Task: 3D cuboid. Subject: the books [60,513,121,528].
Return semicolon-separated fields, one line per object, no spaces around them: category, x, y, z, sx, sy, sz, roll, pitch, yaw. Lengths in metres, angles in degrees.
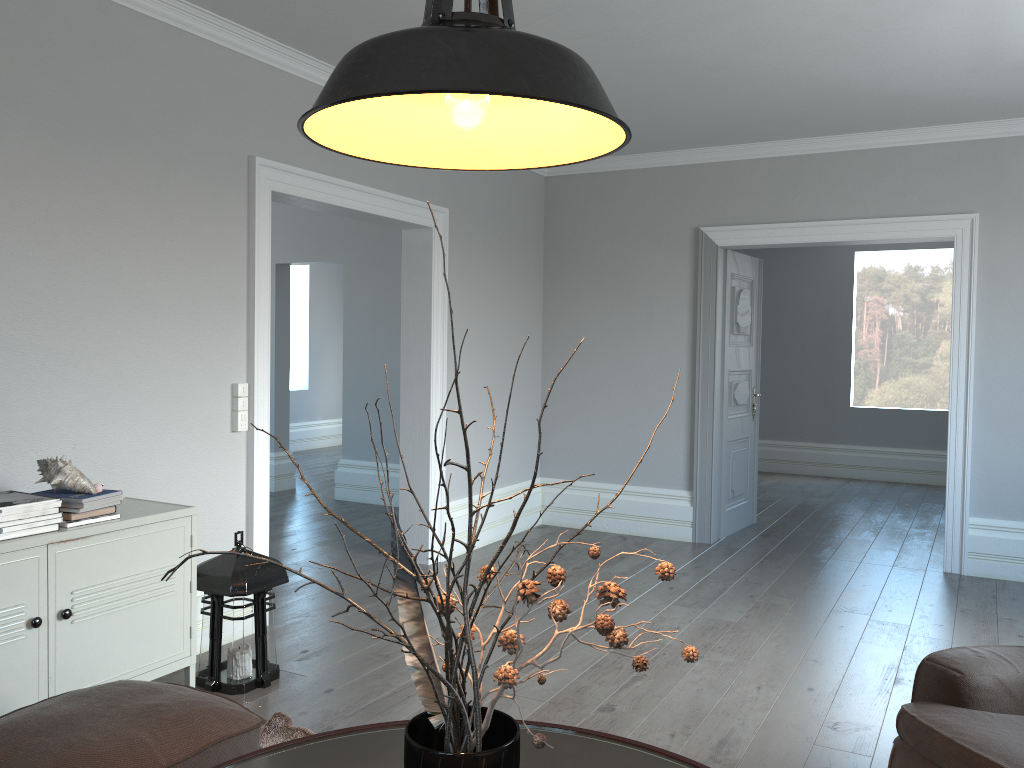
books;-1.461;0.440;2.935;0.243;0.014;0.196;2;3;28

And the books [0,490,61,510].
books;-1.567;0.357;2.728;0.263;0.008;0.212;2;3;29

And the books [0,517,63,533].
books;-1.561;0.423;2.739;0.253;0.016;0.200;2;3;26

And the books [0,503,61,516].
books;-1.565;0.375;2.737;0.265;0.010;0.196;2;3;28

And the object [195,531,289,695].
object;-1.091;0.884;3.539;0.323;0.599;0.323;2;2;28

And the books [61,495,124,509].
books;-1.453;0.383;2.945;0.235;0.017;0.184;2;2;16

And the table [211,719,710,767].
table;-0.090;1.047;1.405;1.300;0.503;1.300;2;2;21

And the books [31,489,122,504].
books;-1.454;0.367;2.940;0.235;0.014;0.184;2;2;16

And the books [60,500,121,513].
books;-1.459;0.398;2.942;0.235;0.014;0.184;2;2;18

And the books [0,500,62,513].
books;-1.561;0.366;2.733;0.260;0.010;0.196;2;3;26

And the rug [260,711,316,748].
rug;-0.136;1.242;1.394;2.819;0.090;2.400;2;3;29

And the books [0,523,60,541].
books;-1.573;0.442;2.737;0.271;0.022;0.200;2;3;30

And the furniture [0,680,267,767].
furniture;-0.992;1.017;2.176;0.583;0.439;0.574;2;2;28

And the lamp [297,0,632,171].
lamp;-0.062;-0.913;1.341;0.504;1.075;0.504;0;2;-14

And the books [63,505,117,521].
books;-1.472;0.418;2.949;0.238;0.027;0.175;2;3;25

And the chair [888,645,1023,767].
chair;1.480;0.885;2.108;0.970;0.795;0.807;0;2;-21

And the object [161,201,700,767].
object;-0.140;0.262;1.485;0.853;1.066;0.525;1;2;-1

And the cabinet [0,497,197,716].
cabinet;-1.564;0.828;2.777;0.408;0.757;1.152;2;2;28

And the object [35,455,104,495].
object;-1.461;0.297;2.934;0.194;0.127;0.192;2;2;21

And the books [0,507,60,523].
books;-1.563;0.390;2.732;0.251;0.019;0.200;2;3;30

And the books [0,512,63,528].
books;-1.573;0.407;2.734;0.271;0.016;0.222;2;3;28
